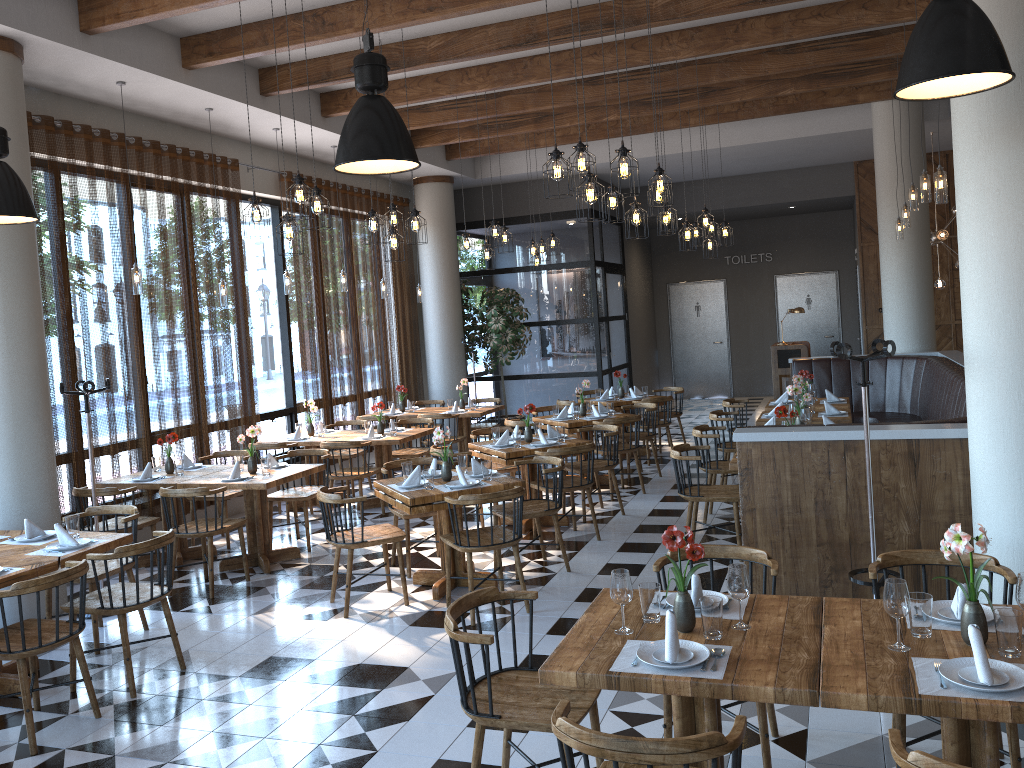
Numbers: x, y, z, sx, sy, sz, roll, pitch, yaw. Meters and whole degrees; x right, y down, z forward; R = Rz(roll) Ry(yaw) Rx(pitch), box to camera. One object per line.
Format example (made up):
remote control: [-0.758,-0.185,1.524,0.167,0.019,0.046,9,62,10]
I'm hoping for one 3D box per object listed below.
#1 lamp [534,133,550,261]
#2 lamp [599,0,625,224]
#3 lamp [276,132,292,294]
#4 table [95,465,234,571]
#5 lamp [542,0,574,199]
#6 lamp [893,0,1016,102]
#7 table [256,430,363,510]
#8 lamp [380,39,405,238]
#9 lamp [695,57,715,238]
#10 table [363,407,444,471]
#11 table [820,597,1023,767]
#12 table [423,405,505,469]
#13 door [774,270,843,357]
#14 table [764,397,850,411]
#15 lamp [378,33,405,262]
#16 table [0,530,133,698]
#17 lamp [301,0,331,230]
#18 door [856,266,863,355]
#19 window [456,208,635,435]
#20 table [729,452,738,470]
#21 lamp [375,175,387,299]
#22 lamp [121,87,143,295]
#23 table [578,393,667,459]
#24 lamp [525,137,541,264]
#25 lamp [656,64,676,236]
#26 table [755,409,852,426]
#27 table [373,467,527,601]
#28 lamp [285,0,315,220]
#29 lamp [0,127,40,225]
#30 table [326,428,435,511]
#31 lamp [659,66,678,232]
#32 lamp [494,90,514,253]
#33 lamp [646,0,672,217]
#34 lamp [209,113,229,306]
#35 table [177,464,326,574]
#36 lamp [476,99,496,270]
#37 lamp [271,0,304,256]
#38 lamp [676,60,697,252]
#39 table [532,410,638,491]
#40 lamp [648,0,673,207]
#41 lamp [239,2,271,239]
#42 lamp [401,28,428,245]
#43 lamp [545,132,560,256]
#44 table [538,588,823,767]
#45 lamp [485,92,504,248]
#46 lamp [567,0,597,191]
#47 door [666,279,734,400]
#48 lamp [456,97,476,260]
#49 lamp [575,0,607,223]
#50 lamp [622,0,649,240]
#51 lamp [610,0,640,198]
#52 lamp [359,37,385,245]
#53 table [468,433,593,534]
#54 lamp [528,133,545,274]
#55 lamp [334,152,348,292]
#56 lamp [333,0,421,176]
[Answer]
lamp: [0.346,-2.688,11.914,0.175,2.068,0.175,-3,2,22]
lamp: [0.734,-2.307,6.961,0.175,2.068,0.175,-6,2,-42]
lamp: [-2.461,-1.939,9.460,0.078,1.961,0.078,-3,2,28]
table: [-2.907,1.150,7.616,0.849,0.763,0.852,-3,3,20]
lamp: [0.228,-2.213,5.576,0.175,2.068,0.175,-3,2,27]
lamp: [1.500,-1.979,3.115,0.390,1.862,0.391,-4,2,-2]
table: [-2.153,0.946,9.681,0.849,0.763,0.852,-3,3,20]
lamp: [-1.125,-2.352,7.957,0.175,2.068,0.175,-2,2,39]
lamp: [1.946,-2.550,9.138,0.175,2.068,0.175,-5,2,-30]
table: [-1.414,0.746,11.704,0.849,0.763,0.852,-3,3,20]
table: [1.452,1.204,2.804,0.849,0.763,0.852,-3,3,20]
table: [-0.612,0.713,11.408,0.849,0.763,0.852,-3,3,20]
door: [5.792,-0.977,17.264,1.206,2.390,0.114,-3,2,20]
table: [3.233,0.580,9.617,0.849,0.763,0.852,-3,3,20]
lamp: [-1.093,-2.107,7.734,0.175,2.068,0.175,-2,2,39]
table: [-2.970,1.349,4.968,1.214,0.762,1.217,-2,4,24]
lamp: [-1.471,-2.157,6.396,0.175,2.068,0.175,-4,2,-5]
door: [6.219,-0.902,15.847,0.114,2.390,1.209,-3,2,20]
window: [0.499,-1.034,15.395,2.725,3.544,2.191,-3,3,20]
table: [2.103,0.886,6.525,0.849,0.763,0.852,-3,3,20]
lamp: [-1.723,-2.087,11.474,0.078,1.961,0.078,-4,2,6]
lamp: [-3.208,-1.730,7.413,0.078,1.961,0.078,-4,2,-4]
table: [1.460,0.560,11.552,0.865,0.763,0.864,-5,3,-25]
lamp: [0.214,-2.605,11.503,0.175,2.068,0.175,-4,2,0]
lamp: [1.518,-2.558,9.054,0.175,2.068,0.175,-4,2,-7]
table: [2.855,0.682,8.582,0.849,0.763,0.852,-3,3,20]
table: [-0.437,1.073,6.357,0.865,0.763,0.864,-5,3,-25]
lamp: [-1.550,-2.194,6.200,0.175,2.068,0.175,-4,2,6]
lamp: [-2.803,-1.800,4.701,0.390,1.862,0.391,-4,2,-2]
table: [-1.350,0.912,9.386,0.849,0.763,0.852,-3,3,20]
lamp: [1.580,-2.633,9.250,0.175,2.068,0.175,-4,2,4]
lamp: [-0.140,-2.509,9.942,0.175,2.068,0.175,-4,2,4]
lamp: [1.128,-2.390,7.134,0.175,2.068,0.175,-5,2,-20]
lamp: [-2.820,-1.727,8.457,0.078,1.961,0.078,-5,2,-29]
table: [-2.105,1.116,7.321,0.849,0.763,0.852,-3,3,20]
lamp: [-0.342,-2.323,9.970,0.175,2.068,0.175,-3,2,15]
lamp: [-1.674,-1.968,6.392,0.175,2.068,0.175,-4,2,6]
lamp: [1.743,-2.401,9.078,0.175,2.068,0.175,-4,2,4]
table: [0.816,0.734,9.789,0.865,0.763,0.864,-5,3,-25]
lamp: [1.103,-2.429,6.925,0.175,2.068,0.175,-4,2,-9]
lamp: [-1.897,-2.080,6.335,0.175,2.068,0.175,-5,2,-27]
lamp: [-0.893,-2.246,7.657,0.175,2.068,0.175,-4,2,6]
lamp: [0.482,-2.743,11.757,0.175,2.068,0.175,-3,2,33]
table: [0.653,1.238,3.099,0.849,0.763,0.852,-3,3,20]
lamp: [-0.247,-2.545,9.759,0.175,2.068,0.175,-3,2,15]
lamp: [0.390,-2.290,5.699,0.175,2.068,0.175,-3,2,38]
door: [3.811,-0.895,17.994,1.206,2.390,0.114,-3,2,20]
lamp: [-0.571,-2.437,9.945,0.175,2.068,0.175,-5,2,-18]
lamp: [0.427,-2.045,5.476,0.175,2.068,0.175,-3,2,38]
lamp: [0.936,-2.198,7.074,0.175,2.068,0.175,-4,2,-9]
lamp: [0.628,-2.185,5.403,0.175,2.068,0.175,-4,2,5]
lamp: [-1.290,-2.275,7.838,0.175,2.068,0.175,-3,2,28]
table: [0.179,0.906,8.045,0.865,0.763,0.864,-5,3,-25]
lamp: [0.271,-2.494,11.723,0.175,2.068,0.175,-3,2,33]
lamp: [-2.067,-2.080,10.544,0.078,1.961,0.078,-4,2,10]
lamp: [-0.663,-1.889,3.913,0.390,1.862,0.391,-4,2,8]
